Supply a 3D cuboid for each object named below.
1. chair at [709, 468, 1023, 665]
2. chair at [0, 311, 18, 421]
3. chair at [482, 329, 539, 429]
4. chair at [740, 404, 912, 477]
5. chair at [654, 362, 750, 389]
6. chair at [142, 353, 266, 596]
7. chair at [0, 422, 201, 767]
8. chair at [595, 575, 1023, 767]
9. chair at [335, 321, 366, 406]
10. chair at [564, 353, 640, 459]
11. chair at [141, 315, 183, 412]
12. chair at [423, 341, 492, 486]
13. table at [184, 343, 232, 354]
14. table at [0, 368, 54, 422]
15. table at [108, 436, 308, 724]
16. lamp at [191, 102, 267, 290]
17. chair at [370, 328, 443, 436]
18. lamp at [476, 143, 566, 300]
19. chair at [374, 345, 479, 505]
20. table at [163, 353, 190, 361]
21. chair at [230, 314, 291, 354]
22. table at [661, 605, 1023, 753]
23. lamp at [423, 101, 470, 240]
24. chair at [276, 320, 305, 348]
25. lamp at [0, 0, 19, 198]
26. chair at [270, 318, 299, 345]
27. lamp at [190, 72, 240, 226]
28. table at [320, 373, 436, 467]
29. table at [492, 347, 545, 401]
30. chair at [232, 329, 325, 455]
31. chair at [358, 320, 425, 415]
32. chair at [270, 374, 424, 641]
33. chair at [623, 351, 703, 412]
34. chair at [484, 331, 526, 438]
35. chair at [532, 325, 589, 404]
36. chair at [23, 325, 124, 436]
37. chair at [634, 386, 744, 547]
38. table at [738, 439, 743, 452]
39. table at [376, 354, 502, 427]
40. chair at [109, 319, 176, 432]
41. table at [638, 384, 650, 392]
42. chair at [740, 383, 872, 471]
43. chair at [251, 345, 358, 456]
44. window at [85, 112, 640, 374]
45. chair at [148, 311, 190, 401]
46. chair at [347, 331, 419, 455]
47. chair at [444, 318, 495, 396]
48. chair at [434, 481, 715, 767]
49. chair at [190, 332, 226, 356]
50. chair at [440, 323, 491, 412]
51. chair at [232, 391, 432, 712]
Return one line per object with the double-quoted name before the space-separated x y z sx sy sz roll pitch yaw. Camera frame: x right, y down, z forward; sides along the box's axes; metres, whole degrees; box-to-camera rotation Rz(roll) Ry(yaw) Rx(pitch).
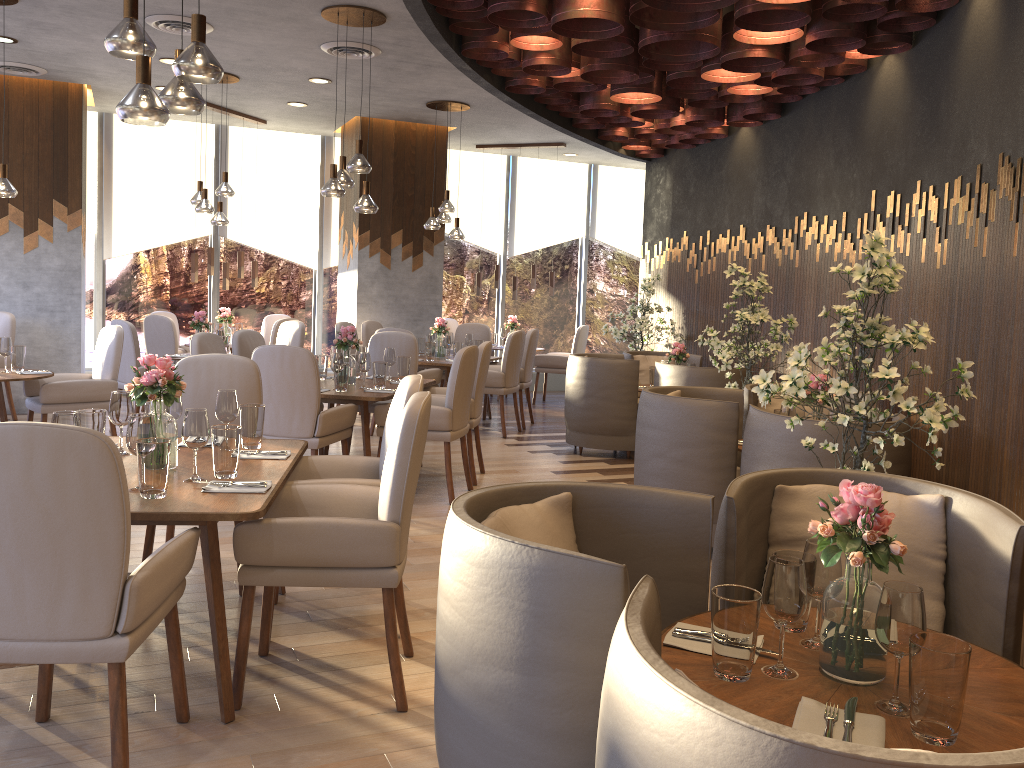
"chair" 0.959 0.704 2.510 0.774 0.835 0.596 4 5 16
"chair" -4.849 -0.153 7.991 0.528 0.998 0.601 4 5 21
"chair" -0.048 -0.080 9.089 0.600 0.998 0.529 3 4 12
"chair" 1.472 0.557 4.156 0.774 0.835 0.596 3 5 11
"chair" 1.540 0.267 7.053 0.774 0.835 0.597 1 5 -9
"chair" -1.389 0.380 4.030 0.528 0.998 0.601 1 4 -10
"chair" -1.171 0.556 2.377 0.528 0.998 0.601 2 4 -4
"chair" 0.461 0.810 1.280 0.775 0.835 0.596 4 5 21
"chair" -1.465 -0.119 8.940 0.600 0.998 0.529 3 4 14
"chair" 0.755 0.171 7.699 0.595 0.835 0.776 2 5 -4
"chair" -3.449 -0.215 9.138 0.529 0.998 0.600 4 5 26
"chair" -0.462 0.178 6.386 0.600 0.998 0.529 3 4 5
"table" -3.166 -0.099 9.756 0.834 0.660 0.836 2 5 -3
"table" -3.599 0.258 6.058 0.834 0.660 0.835 5 6 26
"table" -1.304 0.632 3.218 0.964 0.664 1.310 2 5 -7
"lamp" -3.089 -1.987 9.619 0.118 1.927 1.163 4 5 21
"chair" -0.986 -0.028 8.216 0.528 0.998 0.601 4 5 20
"lamp" 0.069 -2.014 11.082 1.162 1.927 0.118 4 4 21
"chair" -0.546 0.231 5.823 0.600 0.998 0.529 3 4 13
"table" -2.771 0.077 8.166 0.835 0.660 0.834 7 7 41
"chair" -2.887 -0.311 10.299 0.528 0.998 0.600 4 5 24
"table" 0.705 0.894 1.899 0.834 0.560 0.835 4 5 15
"lamp" -0.663 -2.124 8.905 0.439 1.323 0.440 -1 5 -38
"chair" -2.349 -0.117 8.583 0.529 0.998 0.600 6 6 43
"lamp" -3.543 -1.932 5.914 0.439 1.323 0.440 1 4 -21
"chair" -2.614 -0.218 9.478 0.600 0.998 0.529 4 5 23
"lamp" -2.710 -2.114 8.033 0.439 1.323 0.440 1 4 -16
"table" -1.164 0.331 6.243 0.965 0.664 1.310 3 5 10
"table" -0.005 -0.130 11.252 0.834 0.660 0.836 -1 6 -32
"chair" -1.755 0.105 6.618 0.600 0.998 0.529 3 4 13
"chair" -1.291 -0.167 9.477 0.600 0.998 0.529 4 5 20
"chair" -0.671 0.456 3.555 0.599 0.998 0.529 1 4 -12
"chair" 1.346 0.121 8.416 0.774 0.835 0.597 1 5 -14
"chair" -0.202 -0.031 8.541 0.600 0.998 0.529 4 5 20
"chair" 0.622 -0.246 10.980 0.600 0.998 0.529 4 5 19
"chair" -3.161 0.070 6.426 0.600 0.998 0.529 -2 6 -42
"chair" 0.982 0.459 4.945 0.595 0.835 0.776 4 5 16
"table" 1.611 0.634 4.820 0.834 0.560 0.835 4 6 19
"table" -0.758 0.064 9.034 0.965 0.664 1.310 4 6 17
"chair" -3.162 -0.064 7.755 0.529 0.998 0.600 6 6 42
"table" 1.428 0.327 7.777 0.834 0.560 0.836 -1 6 -31
"chair" 1.750 0.437 5.453 0.774 0.835 0.597 3 5 6
"chair" -1.282 0.246 5.403 0.528 0.998 0.601 3 5 12
"window" -3.330 -1.412 7.645 8.066 3.191 16.151 4 6 21
"chair" -3.718 -0.306 9.932 0.600 0.998 0.529 4 5 20
"chair" -1.019 0.089 7.048 0.528 0.998 0.601 3 4 7
"chair" -0.581 -0.337 11.428 0.600 0.998 0.529 4 5 19
"chair" 0.116 0.709 2.143 0.596 0.835 0.775 4 5 26
"chair" -1.859 0.157 6.063 0.600 0.998 0.529 3 4 7
"chair" -0.515 -0.170 9.800 0.528 0.998 0.601 3 5 14
"chair" -0.588 0.516 2.993 0.599 0.998 0.529 2 4 -4
